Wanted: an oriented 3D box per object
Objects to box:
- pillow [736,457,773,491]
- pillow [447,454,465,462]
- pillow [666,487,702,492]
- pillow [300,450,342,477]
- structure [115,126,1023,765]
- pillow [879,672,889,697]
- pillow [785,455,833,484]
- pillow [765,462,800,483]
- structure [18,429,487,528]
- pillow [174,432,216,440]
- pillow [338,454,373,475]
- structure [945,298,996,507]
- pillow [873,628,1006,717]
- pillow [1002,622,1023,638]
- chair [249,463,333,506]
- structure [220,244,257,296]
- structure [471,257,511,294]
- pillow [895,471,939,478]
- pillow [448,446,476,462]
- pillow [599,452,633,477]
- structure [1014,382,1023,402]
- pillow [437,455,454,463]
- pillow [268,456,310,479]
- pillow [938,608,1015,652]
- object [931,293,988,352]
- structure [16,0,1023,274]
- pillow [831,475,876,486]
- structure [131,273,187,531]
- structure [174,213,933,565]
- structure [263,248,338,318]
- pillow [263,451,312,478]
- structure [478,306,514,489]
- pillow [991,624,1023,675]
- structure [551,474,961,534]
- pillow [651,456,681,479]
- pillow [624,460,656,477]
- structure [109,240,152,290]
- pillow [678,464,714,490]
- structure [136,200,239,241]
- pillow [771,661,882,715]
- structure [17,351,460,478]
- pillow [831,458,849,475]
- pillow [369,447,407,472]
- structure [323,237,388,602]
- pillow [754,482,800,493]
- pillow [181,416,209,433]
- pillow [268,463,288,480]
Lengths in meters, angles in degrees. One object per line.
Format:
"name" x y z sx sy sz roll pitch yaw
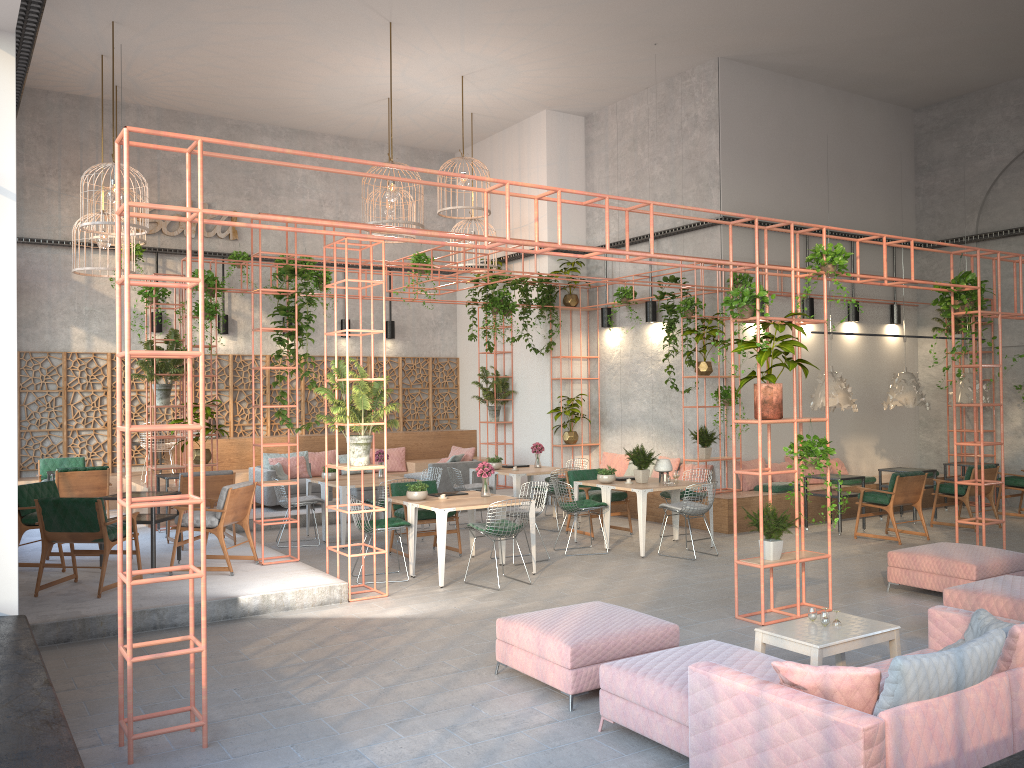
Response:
"pillow" 3.814 1.417 13.962 0.839 0.474 0.276 0 -1 -42
"pillow" -1.059 1.431 15.853 0.308 0.349 0.495 -1 -1 17
"pillow" 2.606 1.618 13.972 0.491 0.149 0.637 0 -1 -32
"pillow" -3.547 1.473 16.473 0.839 0.474 0.276 0 -1 -42
"structure" 4.792 0.229 7.708 14.689 4.247 4.157 0 -1 -33
"pillow" 1.878 1.459 4.324 0.441 0.317 0.479 -1 -1 39
"pillow" 4.916 1.412 14.617 0.839 0.474 0.276 -1 -1 -12
"pillow" 4.367 1.461 14.290 0.666 0.385 0.289 0 -1 -37
"structure" -4.004 1.514 15.421 9.152 1.111 3.396 0 -1 -33
"pillow" -5.647 0.933 15.770 0.637 0.149 0.491 0 -1 -32
"pillow" -2.969 1.517 16.817 0.666 0.385 0.289 0 -1 -37
"structure" 8.052 0.318 15.568 0.430 3.597 0.630 0 -1 -33
"pillow" 1.921 1.390 4.036 0.836 0.476 0.273 0 -1 -32
"pillow" 2.621 1.419 4.648 0.666 0.385 0.289 0 -1 -32
"chair" -3.724 1.675 14.895 1.127 0.586 1.056 0 -1 -33
"structure" -4.934 -2.041 15.929 0.605 0.972 0.587 0 -1 -34
"structure" -0.431 -2.099 17.434 0.903 0.803 0.934 -1 -1 29
"pillow" 7.086 1.583 15.551 0.637 0.149 0.491 0 -1 -32
"pillow" -0.967 1.390 16.307 0.273 0.476 0.836 0 -1 -32
"pillow" 1.886 1.466 15.880 0.276 0.474 0.839 0 -1 -42
"structure" 8.968 -0.371 14.668 0.950 1.527 0.921 -1 -1 1
"pillow" -1.256 1.458 16.262 0.479 0.317 0.441 -1 -1 39
"pillow" -3.814 1.439 15.157 0.666 0.385 0.289 0 -1 -32
"pillow" 2.659 1.474 5.028 0.307 0.324 0.500 -1 -1 3
"object" 7.884 -1.111 15.632 0.894 1.101 0.900 -1 -1 26
"structure" 1.683 -2.537 12.023 15.203 0.110 15.603 0 -1 -33
"pillow" 5.593 1.589 14.595 0.637 0.149 0.491 0 -1 -32
"structure" -5.041 0.240 12.545 0.722 3.623 0.748 0 -1 -33
"structure" 2.057 -0.195 14.931 14.096 4.345 4.501 0 -1 -34
"structure" -3.941 -1.886 16.506 1.434 1.290 0.670 0 -1 -33
"pillow" -3.884 1.410 15.292 0.839 0.474 0.276 0 -1 -32
"structure" -0.320 0.246 17.537 0.424 3.596 0.624 0 -1 -33
"pillow" 2.690 1.385 4.515 0.839 0.474 0.276 0 -1 -32
"structure" 4.353 1.922 16.050 5.831 0.500 4.386 0 -1 -33
"pillow" 2.540 1.443 14.778 0.276 0.474 0.839 -1 -1 -12
"pillow" 2.215 1.503 15.326 0.289 0.385 0.666 0 -1 -37
"structure" -6.441 -2.035 14.965 0.605 0.972 0.587 0 -1 -34
"pillow" 2.906 1.479 14.247 0.289 0.385 0.666 0 -1 -37
"structure" -5.937 -3.025 16.254 1.807 0.695 0.087 0 -1 -33
"pillow" 1.468 1.443 4.127 0.495 0.349 0.308 -1 -1 17
"structure" -4.665 0.495 17.003 9.782 2.103 0.132 0 -1 -33
"pillow" 5.447 1.457 14.981 0.666 0.385 0.289 0 -1 -37
"pillow" -2.468 1.469 17.163 0.839 0.474 0.276 -1 -1 -12
"structure" -1.610 0.349 9.107 0.424 3.602 0.624 0 -1 -33
"pillow" 4.135 1.594 13.662 0.637 0.149 0.491 0 -1 -32
"pillow" -5.727 0.732 16.054 0.499 0.324 0.307 0 -1 -17
"pillow" -3.851 1.484 14.776 0.307 0.324 0.499 -1 -1 3
